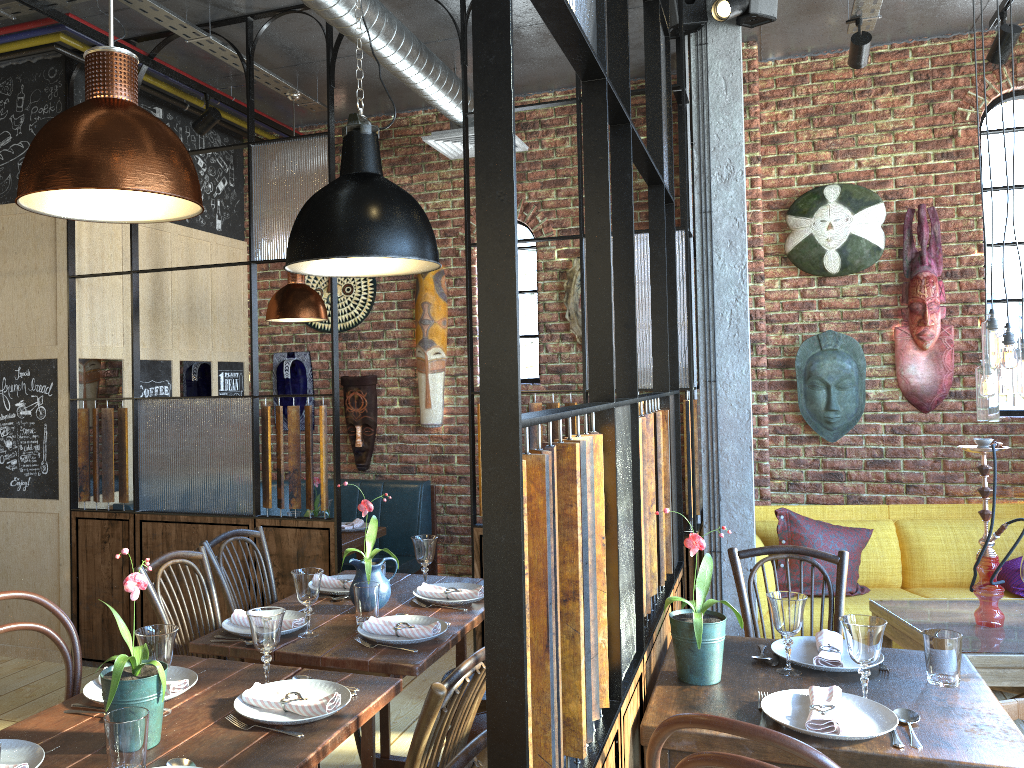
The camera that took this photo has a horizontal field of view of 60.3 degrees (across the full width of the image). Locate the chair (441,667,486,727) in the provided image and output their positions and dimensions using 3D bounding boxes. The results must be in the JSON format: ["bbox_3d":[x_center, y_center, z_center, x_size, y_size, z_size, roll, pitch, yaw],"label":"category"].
[{"bbox_3d":[0.018,1.001,2.997,0.525,0.915,0.402,-1,-1,4],"label":"chair"}]

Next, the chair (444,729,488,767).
[{"bbox_3d":[-0.298,1.016,1.435,0.540,0.915,0.391,-2,-1,23],"label":"chair"}]

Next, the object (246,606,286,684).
[{"bbox_3d":[-0.607,0.658,2.180,0.103,0.192,0.094,-2,-1,39],"label":"object"}]

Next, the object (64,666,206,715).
[{"bbox_3d":[-0.919,0.736,2.156,0.278,0.051,0.314,-1,0,21],"label":"object"}]

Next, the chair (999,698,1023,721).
[{"bbox_3d":[1.278,0.942,1.979,0.444,1.006,0.543,-1,-1,-11],"label":"chair"}]

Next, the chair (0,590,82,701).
[{"bbox_3d":[-1.188,1.032,2.270,0.574,0.921,0.418,-2,-1,35],"label":"chair"}]

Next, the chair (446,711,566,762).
[{"bbox_3d":[0.075,1.003,2.500,0.574,0.921,0.418,-2,-1,35],"label":"chair"}]

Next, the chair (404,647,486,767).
[{"bbox_3d":[-0.301,1.014,1.903,0.540,0.915,0.391,-2,-1,23],"label":"chair"}]

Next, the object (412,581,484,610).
[{"bbox_3d":[-0.204,0.715,3.063,0.278,0.051,0.314,-1,0,21],"label":"object"}]

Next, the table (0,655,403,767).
[{"bbox_3d":[-0.758,1.122,1.875,0.749,0.728,1.000,-1,0,18],"label":"table"}]

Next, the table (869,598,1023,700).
[{"bbox_3d":[1.997,1.163,3.350,0.943,0.508,0.744,-1,0,4],"label":"table"}]

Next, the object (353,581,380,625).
[{"bbox_3d":[-0.454,0.687,2.757,0.085,0.119,0.084,-1,-1,1],"label":"object"}]

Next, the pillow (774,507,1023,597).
[{"bbox_3d":[2.013,0.829,4.371,1.516,0.454,0.394,-1,-1,8],"label":"pillow"}]

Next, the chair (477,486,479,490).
[{"bbox_3d":[0.124,0.990,4.681,0.509,0.915,0.415,-1,-1,-17],"label":"chair"}]

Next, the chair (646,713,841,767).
[{"bbox_3d":[0.519,0.997,1.611,0.458,0.921,0.524,-2,-1,40],"label":"chair"}]

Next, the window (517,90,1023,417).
[{"bbox_3d":[2.744,-0.602,2.185,3.354,2.430,8.740,-1,0,-17],"label":"window"}]

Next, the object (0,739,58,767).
[{"bbox_3d":[-1.058,0.741,1.692,0.278,0.051,0.314,-1,0,21],"label":"object"}]

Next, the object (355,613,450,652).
[{"bbox_3d":[-0.319,0.720,2.631,0.278,0.051,0.314,-1,0,21],"label":"object"}]

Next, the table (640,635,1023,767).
[{"bbox_3d":[0.747,1.088,2.108,0.773,0.727,0.728,-1,-1,18],"label":"table"}]

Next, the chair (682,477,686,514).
[{"bbox_3d":[0.770,0.974,5.096,0.458,0.921,0.524,-2,-1,40],"label":"chair"}]

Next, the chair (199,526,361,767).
[{"bbox_3d":[-0.844,1.019,3.298,0.540,0.915,0.391,-2,-1,23],"label":"chair"}]

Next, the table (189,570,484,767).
[{"bbox_3d":[-0.453,1.110,2.931,0.749,0.728,1.000,-1,0,18],"label":"table"}]

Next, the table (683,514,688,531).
[{"bbox_3d":[0.577,1.079,4.545,0.773,0.727,0.728,-1,-1,18],"label":"table"}]

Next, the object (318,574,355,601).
[{"bbox_3d":[-0.613,0.724,3.200,0.278,0.051,0.314,-1,0,21],"label":"object"}]

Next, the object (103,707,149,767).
[{"bbox_3d":[-0.744,0.699,1.703,0.082,0.119,0.087,-1,-1,-20],"label":"object"}]

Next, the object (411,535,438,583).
[{"bbox_3d":[-0.313,0.647,3.171,0.103,0.192,0.094,-2,-1,43],"label":"object"}]

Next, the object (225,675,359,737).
[{"bbox_3d":[-0.502,0.727,2.057,0.278,0.051,0.314,-1,0,21],"label":"object"}]

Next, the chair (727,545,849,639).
[{"bbox_3d":[0.860,0.984,2.619,0.414,0.915,0.510,-2,-1,12],"label":"chair"}]

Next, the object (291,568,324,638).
[{"bbox_3d":[-0.611,0.656,2.640,0.103,0.192,0.094,-2,-1,39],"label":"object"}]

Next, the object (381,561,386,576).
[{"bbox_3d":[-0.483,0.686,3.089,0.085,0.119,0.084,-1,-1,1],"label":"object"}]

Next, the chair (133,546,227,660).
[{"bbox_3d":[-0.910,1.022,2.891,0.537,0.915,0.393,-2,-1,19],"label":"chair"}]

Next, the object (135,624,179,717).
[{"bbox_3d":[-0.819,0.664,2.036,0.095,0.192,0.102,-1,-1,-25],"label":"object"}]

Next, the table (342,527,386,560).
[{"bbox_3d":[-1.212,1.178,5.113,0.766,0.603,0.722,-1,0,18],"label":"table"}]

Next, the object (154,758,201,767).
[{"bbox_3d":[-0.628,0.732,1.575,0.278,0.051,0.314,-1,0,21],"label":"object"}]
